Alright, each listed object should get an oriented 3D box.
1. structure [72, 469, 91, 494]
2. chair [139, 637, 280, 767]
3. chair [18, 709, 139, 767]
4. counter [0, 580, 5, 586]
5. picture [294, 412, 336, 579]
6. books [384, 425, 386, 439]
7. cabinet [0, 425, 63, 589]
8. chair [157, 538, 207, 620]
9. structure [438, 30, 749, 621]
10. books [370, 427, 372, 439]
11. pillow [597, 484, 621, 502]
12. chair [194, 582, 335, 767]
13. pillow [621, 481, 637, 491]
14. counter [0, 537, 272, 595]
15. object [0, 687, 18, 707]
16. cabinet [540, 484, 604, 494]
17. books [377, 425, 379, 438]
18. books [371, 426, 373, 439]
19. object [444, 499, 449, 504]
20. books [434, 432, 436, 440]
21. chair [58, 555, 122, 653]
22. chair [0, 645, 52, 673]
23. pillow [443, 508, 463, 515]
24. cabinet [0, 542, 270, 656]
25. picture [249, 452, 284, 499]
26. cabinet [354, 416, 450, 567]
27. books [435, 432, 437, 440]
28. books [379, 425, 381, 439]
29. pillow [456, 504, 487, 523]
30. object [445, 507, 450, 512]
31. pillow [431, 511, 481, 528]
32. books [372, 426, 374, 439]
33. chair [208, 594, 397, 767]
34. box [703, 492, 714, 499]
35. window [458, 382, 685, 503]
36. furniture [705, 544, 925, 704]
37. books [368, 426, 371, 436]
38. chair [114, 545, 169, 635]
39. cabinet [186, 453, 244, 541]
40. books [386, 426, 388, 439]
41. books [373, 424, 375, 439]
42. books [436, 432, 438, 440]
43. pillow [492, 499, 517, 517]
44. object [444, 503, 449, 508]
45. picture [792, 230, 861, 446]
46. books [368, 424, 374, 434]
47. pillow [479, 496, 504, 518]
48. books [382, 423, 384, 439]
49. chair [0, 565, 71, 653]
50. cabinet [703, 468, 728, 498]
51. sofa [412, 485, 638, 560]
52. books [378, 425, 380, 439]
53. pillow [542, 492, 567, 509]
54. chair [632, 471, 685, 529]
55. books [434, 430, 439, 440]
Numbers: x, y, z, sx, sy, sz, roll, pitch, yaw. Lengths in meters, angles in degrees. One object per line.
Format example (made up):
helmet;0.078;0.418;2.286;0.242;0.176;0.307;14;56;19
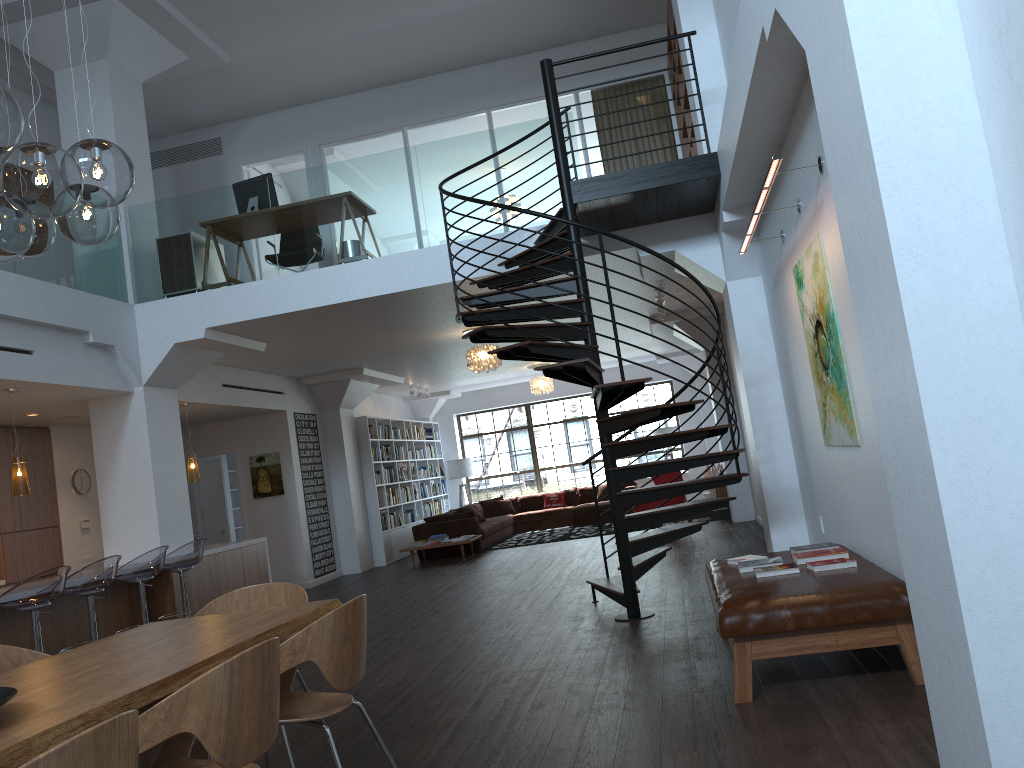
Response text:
structure;-5.185;1.178;10.681;0.040;0.300;0.300;-9;-5;9
chair;-0.931;1.197;2.554;0.618;0.833;0.629;-10;-6;11
chair;-1.047;1.142;1.801;0.618;0.833;0.629;-9;-5;9
counter;-5.976;1.972;7.170;0.600;0.050;4.387;-9;-5;9
picture;-2.882;1.604;13.022;0.021;2.380;0.800;-9;-5;10
books;-2.251;0.841;15.229;0.182;0.253;0.098;-9;-5;9
cabinet;-5.957;1.594;7.658;0.598;2.499;5.299;-9;-5;9
chair;-2.948;1.926;7.987;0.481;1.014;0.530;-10;-6;11
structure;0.590;-0.411;6.813;1.998;4.352;1.998;-5;-6;-30
books;-2.389;0.814;14.518;0.167;0.210;0.162;-9;-5;9
pillow;1.864;2.078;17.153;0.542;0.362;0.248;-12;-6;30
chair;-1.222;1.393;4.146;0.629;0.833;0.618;-9;-5;4
pillow;2.081;1.975;17.289;0.651;0.587;0.335;-7;-6;-12
counter;-3.045;1.869;6.402;3.039;0.860;8.182;-7;-6;-20
object;-1.613;0.902;2.294;0.592;0.066;0.592;-5;-6;-33
cabinet;1.317;2.470;18.257;1.520;0.625;0.350;-9;-5;9
books;-2.324;0.821;14.886;0.159;0.248;0.089;-9;-5;9
books;-2.370;0.811;14.581;0.161;0.218;0.101;-9;-5;9
object;-1.516;2.460;18.382;0.316;0.088;0.410;-9;-5;9
books;-1.663;1.100;18.479;0.128;0.178;0.022;-9;-5;9
chair;-3.187;1.843;6.745;0.481;1.014;0.530;-9;-5;7
chair;-1.942;1.440;3.507;0.618;0.833;0.629;-9;-5;7
pillow;-0.897;2.244;14.610;0.269;0.411;0.559;-5;-7;-34
cabinet;-3.646;2.150;8.144;0.898;0.796;4.493;-9;-5;9
picture;-3.458;1.288;12.485;0.450;0.600;0.030;-9;-5;9
cabinet;-2.003;1.887;16.454;0.461;2.414;4.500;-9;-5;9
books;-1.649;1.103;18.528;0.128;0.178;0.021;-9;-5;9
books;-2.302;0.829;14.980;0.174;0.242;0.105;-9;-5;9
pillow;-0.747;2.380;16.028;0.325;0.391;0.625;-11;-6;26
object;-1.483;2.631;18.364;0.331;0.088;0.410;-9;-5;9
pillow;-0.901;2.261;14.339;0.750;0.364;0.289;-9;-5;9
books;-2.362;0.811;14.615;0.161;0.222;0.084;-9;-5;9
chair;-0.790;1.246;3.307;0.617;0.830;0.629;-9;-5;9
box;3.961;2.261;17.787;0.228;0.165;0.368;-9;-5;9
window;1.224;1.264;18.912;4.648;1.905;0.114;-9;-5;9
furniture;1.577;1.238;4.903;0.907;0.453;1.819;-9;-5;9
books;-2.397;0.803;14.428;0.182;0.215;0.188;-9;-5;9
chair;-3.059;1.883;7.368;0.481;1.014;0.530;-9;-5;7
cabinet;-4.862;1.809;14.208;0.527;2.991;2.630;-9;-5;9
books;-2.239;0.851;15.314;0.174;0.243;0.085;-9;-5;9
books;-2.358;0.803;14.690;0.170;0.251;0.118;-9;-5;9
books;-1.640;1.099;18.604;0.136;0.196;0.045;-9;-5;9
pillow;-0.174;2.434;17.472;0.489;0.337;0.238;-6;-6;-21
object;-1.496;2.545;18.372;0.331;0.088;0.410;-9;-5;9
picture;1.887;-0.221;5.383;0.010;1.200;1.095;-9;-5;9
books;-2.367;0.802;14.647;0.159;0.248;0.089;-9;-5;9
pillow;-0.346;2.454;17.600;0.580;0.418;0.334;-7;-6;-17
books;-2.288;0.818;15.131;0.197;0.290;0.136;-9;-5;9
chair;-3.271;1.795;6.119;0.481;1.014;0.530;-10;-6;11
cabinet;3.666;1.707;15.451;0.459;0.350;4.501;-9;-5;9
sofa;0.475;2.347;15.870;3.481;0.664;4.197;-9;-5;9
books;-2.315;0.822;14.928;0.170;0.251;0.118;-9;-5;9
pillow;0.836;2.296;17.444;0.465;0.308;0.220;-9;-5;6
chair;2.158;1.650;13.039;0.801;1.006;0.798;-12;-7;35
books;-1.631;1.088;18.686;0.140;0.231;0.042;-9;-5;9
